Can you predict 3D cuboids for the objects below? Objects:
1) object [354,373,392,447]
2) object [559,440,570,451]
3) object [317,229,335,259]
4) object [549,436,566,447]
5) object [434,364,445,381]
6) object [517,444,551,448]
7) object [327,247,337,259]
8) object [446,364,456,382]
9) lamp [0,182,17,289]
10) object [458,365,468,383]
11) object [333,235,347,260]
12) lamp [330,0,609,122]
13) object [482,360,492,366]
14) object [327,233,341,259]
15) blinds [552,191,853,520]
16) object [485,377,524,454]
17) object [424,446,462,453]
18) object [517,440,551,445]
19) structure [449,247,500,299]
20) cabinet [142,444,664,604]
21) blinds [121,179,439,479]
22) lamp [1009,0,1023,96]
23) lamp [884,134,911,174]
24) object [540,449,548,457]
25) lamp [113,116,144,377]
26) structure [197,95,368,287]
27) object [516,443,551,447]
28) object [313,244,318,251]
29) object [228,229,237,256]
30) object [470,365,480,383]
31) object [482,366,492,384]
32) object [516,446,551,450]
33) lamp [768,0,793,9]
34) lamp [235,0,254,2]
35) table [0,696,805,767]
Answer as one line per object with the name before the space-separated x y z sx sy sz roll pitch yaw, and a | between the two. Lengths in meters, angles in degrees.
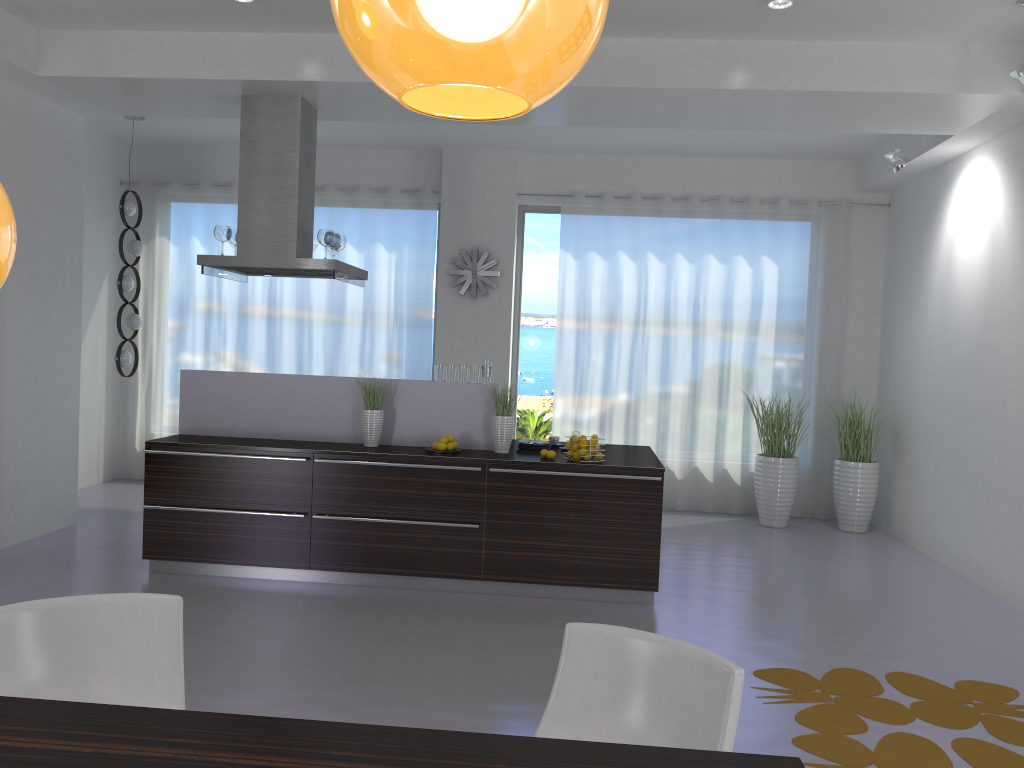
object | -0.934 0.164 5.863 0.269 0.502 0.247 3 2 5
object | 0.416 0.430 6.159 0.153 0.069 0.153 2 2 -22
object | -1.316 -0.975 6.270 0.125 0.221 0.125 4 3 29
object | 0.303 0.415 6.407 0.153 0.069 0.153 4 3 38
object | -0.495 -0.078 6.019 0.072 0.119 0.071 1 3 -35
object | 0.151 0.432 6.169 0.232 0.020 0.232 3 2 13
object | -1.375 -0.976 6.803 0.137 0.174 0.137 1 3 -31
object | -0.414 -0.074 6.013 0.072 0.119 0.071 5 3 44
lamp | -0.848 -1.055 1.182 0.359 1.974 0.358 3 2 10
object | -0.334 -0.071 6.007 0.072 0.119 0.071 5 3 44
object | -1.292 -0.986 6.573 0.125 0.221 0.125 4 3 29
lamp | -0.025 -1.182 1.114 0.358 1.645 0.359 3 2 15
object | -0.171 -0.102 5.992 0.072 0.119 0.071 5 3 44
object | -1.304 -0.981 6.427 0.125 0.221 0.125 4 3 29
blinds | 1.835 -0.291 8.733 2.830 3.112 0.120 3 2 4
object | -0.046 0.204 5.818 0.269 0.502 0.247 0 3 -43
object | -0.449 0.430 5.770 0.232 0.020 0.232 3 2 13
object | -0.010 0.338 6.258 0.646 0.147 0.269 4 3 29
structure | -0.370 -1.096 8.765 0.505 0.505 0.076 3 2 4
cabinet | -0.673 0.843 6.184 3.285 0.852 1.377 3 2 4
blinds | -2.414 -0.486 9.066 3.245 3.112 0.120 3 2 4
lamp | 2.761 -1.775 4.710 0.185 0.511 0.150 3 2 4
lamp | 2.921 -1.848 6.702 0.185 0.511 0.150 3 2 4
object | 0.211 0.446 5.691 0.053 0.051 0.063 1 3 -27
lamp | -3.491 -1.246 8.110 0.180 2.370 0.367 2 2 -2
structure | -1.635 -1.375 6.536 0.981 1.231 0.915 3 2 4
object | 0.151 0.422 6.169 0.232 0.020 0.232 3 2 8
object | -1.564 -0.984 6.817 0.137 0.174 0.137 1 3 -31
object | -2.015 -1.013 6.459 0.125 0.221 0.125 4 3 29
object | -0.253 -0.067 6.000 0.072 0.119 0.071 5 3 44
object | -0.173 -0.063 5.994 0.072 0.119 0.071 5 3 44
object | 0.150 0.442 6.169 0.232 0.020 0.232 3 2 13
lamp | 1.454 -2.074 4.804 0.132 0.035 0.132 1 2 -23
lamp | -1.534 -2.211 5.038 0.132 0.035 0.132 1 2 -23
table | -0.526 1.081 1.240 2.046 0.783 1.127 3 2 4
